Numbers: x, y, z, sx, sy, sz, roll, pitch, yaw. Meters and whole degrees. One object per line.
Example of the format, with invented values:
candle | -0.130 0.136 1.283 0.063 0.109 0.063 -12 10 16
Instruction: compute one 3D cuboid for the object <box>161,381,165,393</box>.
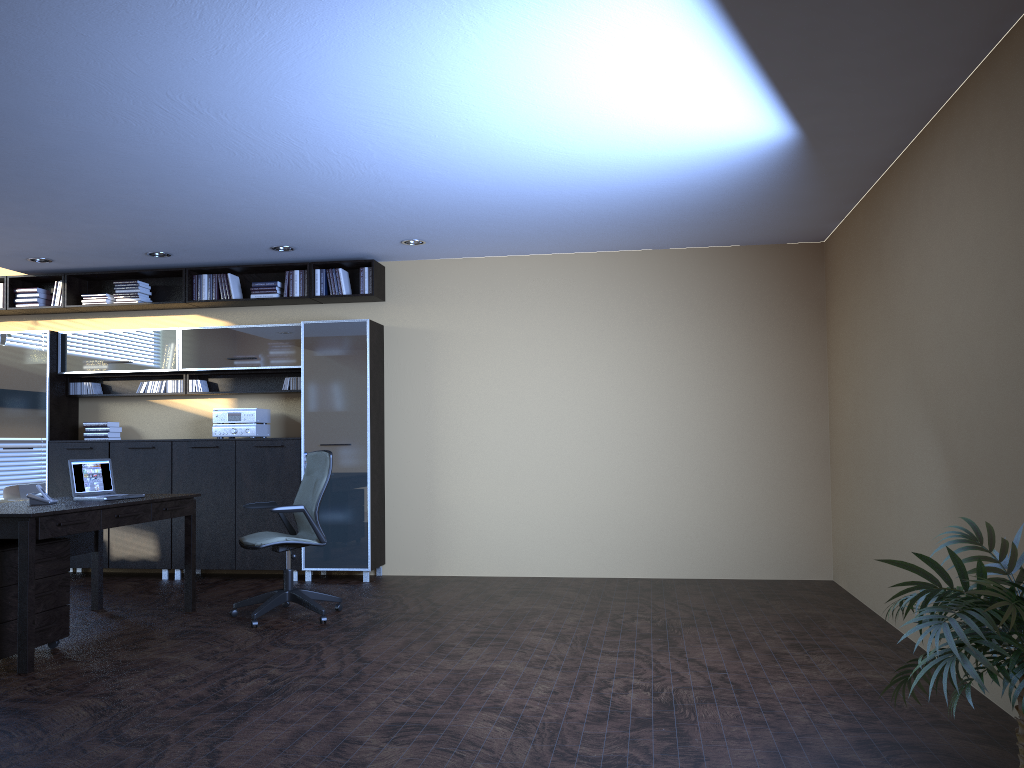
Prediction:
object | -3.416 0.031 8.768 0.036 0.116 0.140 -1 -3 9

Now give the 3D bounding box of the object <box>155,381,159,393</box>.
object | -3.476 0.032 8.776 0.040 0.118 0.142 -1 -3 9

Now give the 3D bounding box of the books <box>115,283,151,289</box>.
books | -3.754 -0.963 8.782 0.258 0.028 0.208 -1 -4 8

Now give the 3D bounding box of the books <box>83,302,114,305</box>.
books | -4.090 -0.785 8.820 0.258 0.028 0.208 -1 -4 9

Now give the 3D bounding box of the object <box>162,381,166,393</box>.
object | -3.406 0.030 8.769 0.040 0.118 0.142 -1 -3 9

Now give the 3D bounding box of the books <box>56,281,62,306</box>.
books | -4.473 -0.890 8.888 0.075 0.259 0.208 -1 -3 8

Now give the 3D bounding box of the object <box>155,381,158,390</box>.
object | -3.485 0.032 8.781 0.036 0.116 0.140 -1 -3 9

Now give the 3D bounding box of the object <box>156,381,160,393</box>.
object | -3.466 0.032 8.775 0.036 0.116 0.140 -1 -3 9

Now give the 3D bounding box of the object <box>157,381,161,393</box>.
object | -3.455 0.032 8.782 0.040 0.118 0.142 -1 -3 9

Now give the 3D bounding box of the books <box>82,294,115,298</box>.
books | -4.109 -0.869 8.841 0.258 0.028 0.208 -1 -4 8

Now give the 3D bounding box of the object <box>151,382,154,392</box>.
object | -3.525 0.033 8.790 0.036 0.116 0.140 -1 -3 8

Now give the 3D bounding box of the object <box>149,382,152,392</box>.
object | -3.545 0.034 8.792 0.036 0.116 0.140 -1 -3 9

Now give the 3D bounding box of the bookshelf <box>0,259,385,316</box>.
bookshelf | -3.788 -0.923 8.806 5.125 0.340 0.362 -1 -3 9

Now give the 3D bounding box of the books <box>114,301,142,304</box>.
books | -3.763 -0.792 8.778 0.258 0.028 0.208 -1 -4 8

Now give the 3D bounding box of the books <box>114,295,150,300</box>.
books | -3.761 -0.848 8.787 0.258 0.028 0.208 -1 -4 8

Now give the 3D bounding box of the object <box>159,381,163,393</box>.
object | -3.436 0.031 8.776 0.040 0.118 0.142 -1 -3 8

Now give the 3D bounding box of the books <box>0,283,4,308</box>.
books | -5.109 -0.876 8.985 0.050 0.258 0.208 -1 -3 9

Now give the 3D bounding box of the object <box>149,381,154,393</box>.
object | -3.536 0.033 8.786 0.040 0.118 0.142 -1 -3 9

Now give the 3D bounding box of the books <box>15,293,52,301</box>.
books | -4.825 -0.878 8.953 0.258 0.050 0.208 -1 -4 9

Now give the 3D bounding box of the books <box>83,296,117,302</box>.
books | -4.088 -0.841 8.831 0.258 0.028 0.208 -1 -4 8

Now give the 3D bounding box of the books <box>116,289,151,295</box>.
books | -3.753 -0.906 8.793 0.258 0.028 0.208 -1 -4 9

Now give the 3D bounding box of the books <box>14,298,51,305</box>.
books | -4.838 -0.828 8.943 0.258 0.050 0.208 -1 -4 8

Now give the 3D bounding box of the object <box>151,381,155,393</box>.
object | -3.516 0.033 8.787 0.040 0.118 0.142 -1 -3 9

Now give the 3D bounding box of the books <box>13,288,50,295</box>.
books | -4.848 -0.929 8.954 0.258 0.050 0.208 -1 -4 8

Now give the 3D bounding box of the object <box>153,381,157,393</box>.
object | -3.496 0.032 8.779 0.036 0.116 0.140 -1 -3 8

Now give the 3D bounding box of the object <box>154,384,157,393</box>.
object | -3.486 0.032 8.783 0.040 0.118 0.142 -1 -3 9

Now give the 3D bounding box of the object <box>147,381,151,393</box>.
object | -3.565 0.034 8.795 0.036 0.116 0.140 -1 -3 9

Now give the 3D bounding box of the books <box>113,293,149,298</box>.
books | -3.780 -0.875 8.805 0.258 0.028 0.208 -1 -4 8

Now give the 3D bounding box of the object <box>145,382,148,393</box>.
object | -3.586 0.034 8.795 0.040 0.118 0.142 -1 -3 8

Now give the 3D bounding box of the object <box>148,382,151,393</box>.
object | -3.555 0.034 8.791 0.036 0.116 0.140 -1 -3 9

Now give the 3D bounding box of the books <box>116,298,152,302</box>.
books | -3.741 -0.820 8.785 0.258 0.028 0.208 -1 -4 9

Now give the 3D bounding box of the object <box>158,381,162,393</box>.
object | -3.446 0.031 8.774 0.040 0.118 0.142 -1 -3 9

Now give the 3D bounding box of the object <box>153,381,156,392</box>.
object | -3.505 0.033 8.788 0.040 0.118 0.142 -1 -3 9

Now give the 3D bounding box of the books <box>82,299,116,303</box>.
books | -4.101 -0.813 8.826 0.258 0.028 0.208 -1 -4 9

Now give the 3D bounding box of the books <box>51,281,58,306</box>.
books | -4.534 -0.888 8.907 0.075 0.259 0.208 -1 -3 9

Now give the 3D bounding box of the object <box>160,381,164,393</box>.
object | -3.426 0.031 8.774 0.040 0.118 0.142 -1 -3 9

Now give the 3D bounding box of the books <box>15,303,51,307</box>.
books | -4.827 -0.777 8.944 0.258 0.050 0.208 -1 -4 8

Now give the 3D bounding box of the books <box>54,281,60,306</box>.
books | -4.502 -0.888 8.907 0.075 0.259 0.208 -1 -3 8

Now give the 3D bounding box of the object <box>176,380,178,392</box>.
object | -3.271 0.027 8.747 0.009 0.120 0.142 -1 -3 9

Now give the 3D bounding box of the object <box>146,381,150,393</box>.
object | -3.576 0.034 8.794 0.040 0.118 0.142 -1 -3 9

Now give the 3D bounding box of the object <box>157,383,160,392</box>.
object | -3.466 0.032 8.780 0.040 0.118 0.142 -1 -3 9
